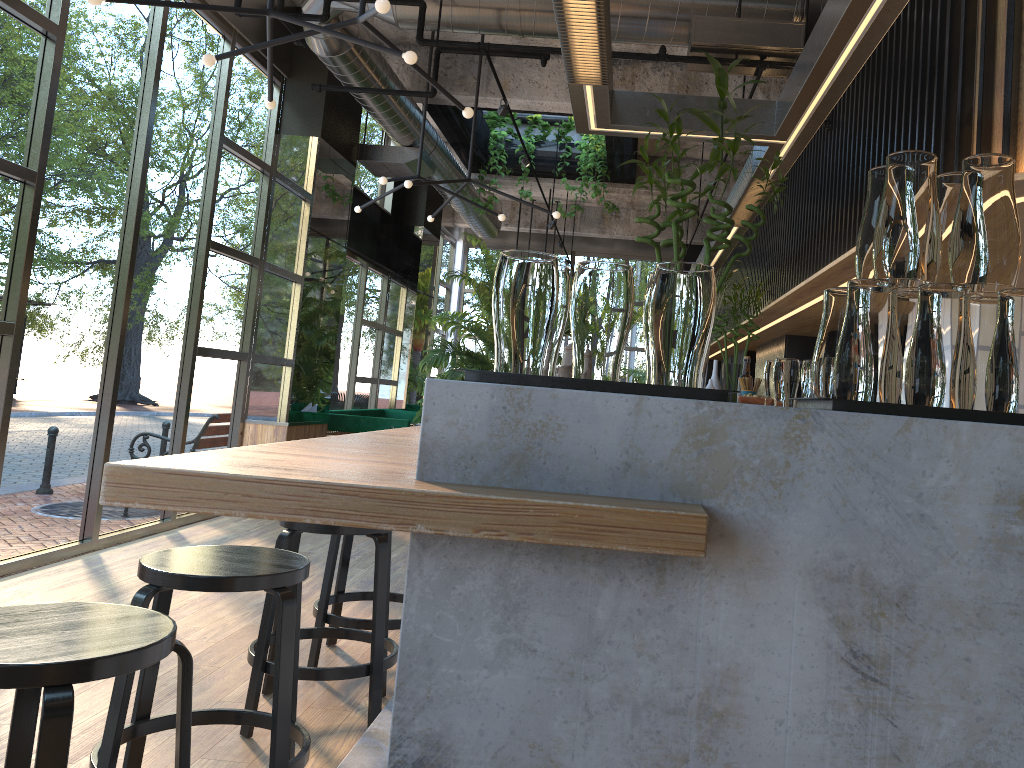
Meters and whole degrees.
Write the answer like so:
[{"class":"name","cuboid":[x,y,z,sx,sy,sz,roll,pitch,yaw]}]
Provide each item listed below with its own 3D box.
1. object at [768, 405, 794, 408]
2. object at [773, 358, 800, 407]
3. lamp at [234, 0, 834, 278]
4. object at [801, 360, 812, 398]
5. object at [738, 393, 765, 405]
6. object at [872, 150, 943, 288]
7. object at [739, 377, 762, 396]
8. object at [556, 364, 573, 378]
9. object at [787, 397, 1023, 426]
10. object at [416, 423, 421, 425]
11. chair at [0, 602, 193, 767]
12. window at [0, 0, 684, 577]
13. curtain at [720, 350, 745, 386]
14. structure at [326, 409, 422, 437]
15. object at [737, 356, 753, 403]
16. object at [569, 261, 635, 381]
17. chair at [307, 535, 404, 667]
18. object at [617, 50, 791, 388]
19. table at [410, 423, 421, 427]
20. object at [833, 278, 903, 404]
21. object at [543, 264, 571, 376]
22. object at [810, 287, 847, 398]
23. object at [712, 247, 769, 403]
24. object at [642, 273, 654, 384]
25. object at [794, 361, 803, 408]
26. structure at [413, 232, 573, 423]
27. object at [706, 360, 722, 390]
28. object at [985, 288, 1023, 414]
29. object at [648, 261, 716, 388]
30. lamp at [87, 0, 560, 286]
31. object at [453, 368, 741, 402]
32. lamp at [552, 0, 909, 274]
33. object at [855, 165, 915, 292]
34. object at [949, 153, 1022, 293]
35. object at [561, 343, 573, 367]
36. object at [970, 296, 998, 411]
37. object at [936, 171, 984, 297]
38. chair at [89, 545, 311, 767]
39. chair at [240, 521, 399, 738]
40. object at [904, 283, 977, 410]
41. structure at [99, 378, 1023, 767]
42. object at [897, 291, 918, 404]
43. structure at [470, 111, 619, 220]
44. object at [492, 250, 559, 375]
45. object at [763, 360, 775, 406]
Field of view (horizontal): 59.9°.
[{"class":"object","cuboid":[1.118,0.104,3.608,0.271,0.019,0.438,5,-1,6]},{"class":"object","cuboid":[1.081,0.005,3.506,0.110,0.210,0.100,9,-6,-40]},{"class":"lamp","cuboid":[0.552,-2.372,10.409,3.774,1.539,10.025,5,-1,4]},{"class":"object","cuboid":[1.186,0.013,3.490,0.110,0.210,0.100,9,-6,-40]},{"class":"object","cuboid":[1.162,0.084,4.207,0.188,0.073,0.232,4,-1,25]},{"class":"object","cuboid":[0.635,-0.263,1.423,0.107,0.210,0.103,6,-5,-10]},{"class":"object","cuboid":[1.189,0.045,4.466,0.103,0.162,0.107,2,-5,40]},{"class":"object","cuboid":[0.198,-0.023,3.451,0.098,0.120,0.088,4,-4,14]},{"class":"object","cuboid":[0.687,0.049,1.440,0.435,0.019,0.273,5,-1,4]},{"class":"object","cuboid":[-0.924,0.450,9.804,0.254,0.019,0.157,5,-1,4]},{"class":"chair","cuboid":[-0.861,0.789,1.564,0.501,0.701,0.525,4,-4,19]},{"class":"window","cuboid":[-0.376,-2.049,5.864,4.117,6.527,20.382,4,-1,7]},{"class":"curtain","cuboid":[3.316,0.552,13.643,0.121,2.070,3.277,4,-2,7]},{"class":"structure","cuboid":[0.508,0.513,5.587,5.997,1.556,20.135,5,-1,7]},{"class":"object","cuboid":[1.220,-0.008,4.638,0.071,0.278,0.078,1,-7,41]},{"class":"object","cuboid":[0.143,-0.091,1.447,0.102,0.210,0.107,3,-5,20]},{"class":"chair","cuboid":[-0.572,0.834,3.821,0.515,0.701,0.511,5,-4,1]},{"class":"object","cuboid":[0.695,-0.553,3.337,0.665,1.559,0.588,4,-5,10]},{"class":"table","cuboid":[-0.664,0.859,9.974,1.138,0.755,1.056,6,-2,-26]},{"class":"object","cuboid":[0.565,-0.059,1.405,0.106,0.210,0.104,5,-4,0]},{"class":"object","cuboid":[0.043,-0.098,1.510,0.102,0.210,0.107,3,-5,20]},{"class":"object","cuboid":[0.566,-0.058,1.516,0.106,0.210,0.104,5,-4,0]},{"class":"object","cuboid":[1.847,-0.422,7.389,0.642,1.559,0.608,0,-7,44]},{"class":"object","cuboid":[0.271,-0.080,1.504,0.106,0.210,0.104,5,-4,0]},{"class":"object","cuboid":[1.153,0.011,3.611,0.101,0.210,0.109,1,-6,40]},{"class":"structure","cuboid":[-0.090,-0.364,12.420,2.469,3.458,2.614,6,-4,-10]},{"class":"object","cuboid":[1.645,-0.008,7.374,0.329,0.400,0.305,7,-4,-36]},{"class":"object","cuboid":[0.793,-0.041,1.378,0.107,0.210,0.103,6,-5,-10]},{"class":"object","cuboid":[0.263,-0.081,1.390,0.106,0.210,0.104,5,-4,0]},{"class":"lamp","cuboid":[0.987,-2.217,6.077,5.058,1.832,18.923,5,-1,7]},{"class":"object","cuboid":[0.142,0.005,1.465,0.435,0.019,0.273,5,-1,4]},{"class":"lamp","cuboid":[2.644,-1.945,5.017,4.984,2.144,6.704,5,-1,0]},{"class":"object","cuboid":[0.642,-0.262,1.513,0.107,0.210,0.103,6,-5,-10]},{"class":"object","cuboid":[0.750,-0.254,1.406,0.107,0.210,0.103,6,-5,-10]},{"class":"object","cuboid":[0.249,-0.074,3.654,0.122,0.236,0.206,7,-4,-26]},{"class":"object","cuboid":[0.797,-0.039,1.495,0.107,0.210,0.103,6,-5,-10]},{"class":"object","cuboid":[0.759,-0.253,1.518,0.107,0.210,0.103,6,-5,-10]},{"class":"chair","cuboid":[-0.770,0.803,2.273,0.520,0.701,0.505,5,-4,-6]},{"class":"chair","cuboid":[-0.655,0.821,3.176,0.519,0.701,0.507,5,-4,-4]},{"class":"object","cuboid":[0.672,-0.050,1.390,0.107,0.210,0.103,6,-5,-10]},{"class":"structure","cuboid":[2.780,0.594,4.610,5.814,1.739,7.132,5,-1,5]},{"class":"object","cuboid":[0.679,-0.049,1.499,0.107,0.210,0.103,6,-5,-10]},{"class":"structure","cuboid":[0.578,-2.765,11.177,2.083,1.526,1.463,3,-4,34]},{"class":"object","cuboid":[0.018,-0.101,1.403,0.102,0.210,0.107,3,-5,20]},{"class":"object","cuboid":[1.107,0.009,3.734,0.110,0.210,0.100,9,-6,-40]}]
